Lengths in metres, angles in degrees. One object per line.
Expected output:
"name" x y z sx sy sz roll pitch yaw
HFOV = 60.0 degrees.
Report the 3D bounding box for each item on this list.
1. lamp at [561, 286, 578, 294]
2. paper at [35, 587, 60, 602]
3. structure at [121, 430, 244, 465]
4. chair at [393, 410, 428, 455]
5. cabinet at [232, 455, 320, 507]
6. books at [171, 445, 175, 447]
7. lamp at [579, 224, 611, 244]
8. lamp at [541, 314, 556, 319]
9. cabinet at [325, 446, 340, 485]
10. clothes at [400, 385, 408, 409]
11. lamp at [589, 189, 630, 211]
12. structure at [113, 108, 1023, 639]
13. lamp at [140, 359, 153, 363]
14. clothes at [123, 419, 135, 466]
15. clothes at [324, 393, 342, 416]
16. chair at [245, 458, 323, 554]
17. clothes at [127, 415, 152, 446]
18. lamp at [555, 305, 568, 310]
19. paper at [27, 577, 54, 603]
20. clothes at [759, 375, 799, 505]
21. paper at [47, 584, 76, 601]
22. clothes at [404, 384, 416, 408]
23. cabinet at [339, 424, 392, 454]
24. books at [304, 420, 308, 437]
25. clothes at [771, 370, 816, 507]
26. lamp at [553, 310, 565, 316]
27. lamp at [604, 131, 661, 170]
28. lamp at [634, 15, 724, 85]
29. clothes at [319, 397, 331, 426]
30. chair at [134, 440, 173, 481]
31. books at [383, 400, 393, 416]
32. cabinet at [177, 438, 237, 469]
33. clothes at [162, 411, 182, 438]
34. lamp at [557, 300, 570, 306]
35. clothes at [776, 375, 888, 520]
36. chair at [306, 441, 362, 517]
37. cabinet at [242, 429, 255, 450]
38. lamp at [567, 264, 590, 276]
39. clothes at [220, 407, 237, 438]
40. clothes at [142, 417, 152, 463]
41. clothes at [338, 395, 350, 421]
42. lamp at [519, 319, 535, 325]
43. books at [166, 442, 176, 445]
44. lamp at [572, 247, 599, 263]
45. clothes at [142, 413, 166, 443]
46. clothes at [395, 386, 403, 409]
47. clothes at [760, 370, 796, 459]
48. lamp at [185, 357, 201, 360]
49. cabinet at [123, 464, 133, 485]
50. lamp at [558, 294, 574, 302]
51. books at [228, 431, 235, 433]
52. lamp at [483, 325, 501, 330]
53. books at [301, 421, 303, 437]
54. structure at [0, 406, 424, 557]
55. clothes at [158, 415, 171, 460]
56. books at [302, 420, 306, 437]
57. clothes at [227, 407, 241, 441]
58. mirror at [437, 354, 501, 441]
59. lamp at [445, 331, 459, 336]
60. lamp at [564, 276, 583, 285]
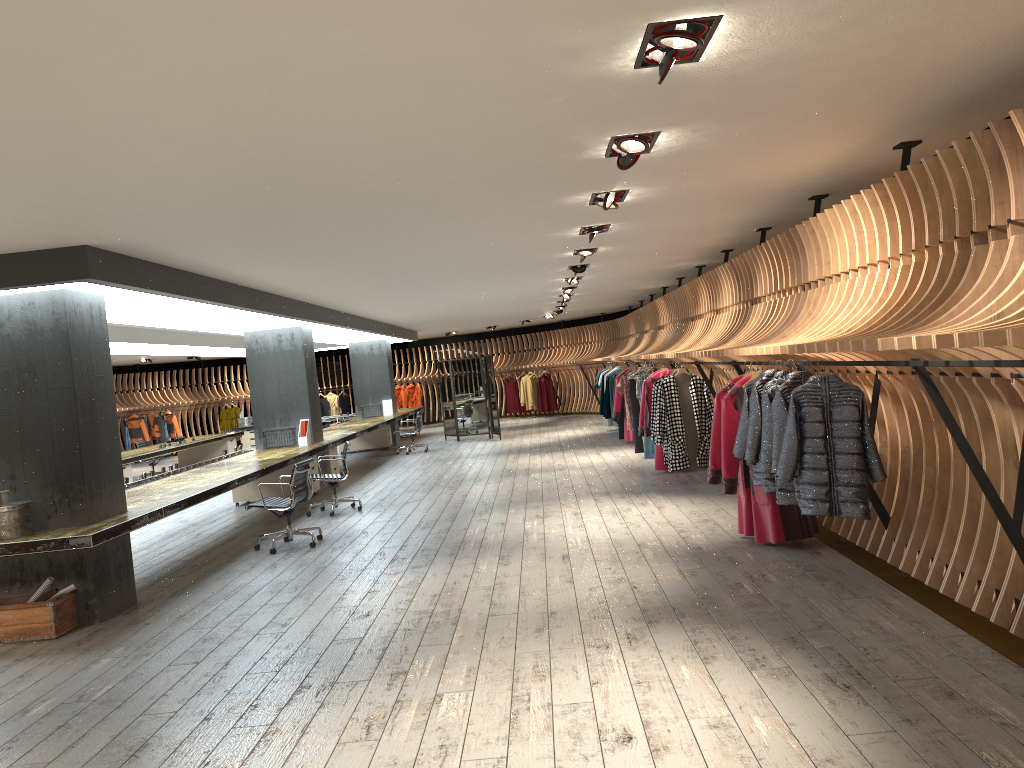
"lamp" 0.940 -1.616 14.584 0.269 0.296 0.493 -6 1 2
"paper" -3.554 1.658 6.444 0.723 0.365 0.047 -6 0 21
"structure" -6.841 1.596 15.145 1.162 0.844 10.453 -6 1 2
"chair" -2.137 1.020 18.589 0.667 0.859 0.693 -6 1 -2
"cabinet" -3.474 1.392 13.036 1.131 0.630 0.593 -6 1 2
"books" -6.470 1.175 16.762 0.155 0.025 0.110 -6 1 -3
"lamp" 0.762 -1.465 8.207 0.269 0.295 0.493 -6 1 2
"lamp" 0.950 -1.788 22.545 0.269 0.287 0.492 -6 1 -18
"cabinet" -3.437 1.360 14.389 1.131 0.630 0.593 -6 1 2
"clothes" -3.390 0.473 28.202 0.201 0.881 0.840 -6 1 7
"lamp" 0.717 -1.428 6.613 0.269 0.294 0.493 -6 1 2
"structure" -4.573 0.578 10.788 14.881 2.439 36.562 -6 1 2
"lamp" -9.618 -0.684 23.315 0.269 0.296 0.493 -6 1 21
"clothes" -10.344 1.648 23.941 0.200 1.421 0.308 -6 0 -21
"clothes" -5.701 0.734 28.050 0.704 0.889 0.250 -6 0 22
"chair" -2.348 1.241 9.091 0.667 0.859 0.693 -6 1 -2
"clothes" -10.293 1.282 24.248 0.839 0.881 0.201 -6 0 17
"lamp" 1.073 -1.731 19.367 0.269 0.294 0.493 -6 1 2
"paper" -3.518 1.627 6.408 0.572 0.460 0.043 -6 0 19
"clothes" 1.880 0.360 5.735 0.584 0.854 0.211 -6 0 29
"paper" -3.511 1.652 6.467 0.624 0.290 0.041 -6 0 -17
"clothes" -3.189 0.453 28.126 0.200 0.881 0.840 -6 1 32
"cabinet" -3.390 1.229 20.446 1.131 0.630 0.593 -6 1 2
"books" -3.078 0.730 13.283 0.048 0.368 0.215 -6 0 2
"clothes" 1.889 0.339 5.609 0.530 0.856 0.234 -6 0 1
"lamp" 1.114 -1.770 20.961 0.269 0.291 0.493 -6 1 -3
"lamp" 0.673 -1.386 5.019 0.269 0.302 0.493 -6 1 2
"lamp" 0.628 -1.349 3.424 0.269 0.298 0.493 -6 1 2
"clothes" -5.952 1.093 27.978 0.539 1.352 0.087 -6 0 26
"chair" -7.476 1.584 18.551 0.668 0.859 0.693 -6 1 -12
"books" -2.914 0.561 20.778 0.215 0.368 0.073 -6 0 2
"cabinet" -6.802 1.601 19.859 1.131 0.630 0.593 -6 1 2
"clothes" -9.750 1.204 25.249 0.839 0.881 0.201 -6 0 32
"lamp" 1.028 -1.697 17.773 0.269 0.286 0.493 -6 1 2
"clothes" 1.862 0.372 5.279 0.682 0.854 0.181 -5 1 45
"chair" -2.298 1.192 11.167 0.668 0.859 0.693 -6 1 -22
"cabinet" -6.697 1.513 23.559 0.593 0.630 1.132 -6 1 2
"lamp" 0.850 -1.543 11.396 0.269 0.291 0.493 -6 1 2
"clothes" -8.509 1.224 26.598 0.664 1.044 0.168 -6 0 33
"clothes" -10.108 1.612 24.485 0.200 1.421 0.309 -6 0 -6
"clothes" -5.297 1.017 28.137 0.087 1.352 0.540 -6 0 26
"lamp" 0.374 -1.755 24.023 0.269 0.292 0.492 -6 1 -31
"books" -6.866 1.198 17.951 0.213 0.026 0.366 -6 1 2
"lamp" 0.806 -1.503 9.801 0.269 0.294 0.493 -6 1 2
"clothes" -10.000 1.243 24.731 0.839 0.881 0.201 -6 0 22
"clothes" -3.622 0.498 28.174 0.200 0.881 0.840 -6 1 17
"clothes" 1.889 0.330 5.911 0.511 0.854 0.228 -6 0 22
"lamp" -8.863 -0.795 24.707 0.269 0.293 0.493 -6 1 34
"cabinet" -6.944 1.725 14.654 1.131 0.630 0.593 -6 1 2
"lamp" 0.984 -1.652 16.178 0.269 0.301 0.493 -6 1 2
"books" -6.383 1.095 20.140 0.155 0.025 0.110 -6 1 -3
"lamp" -0.568 -1.682 25.296 0.269 0.294 0.492 -7 1 -43
"books" -3.121 0.735 13.284 0.048 0.368 0.215 -6 0 2
"structure" -5.021 1.410 14.878 4.835 0.844 18.479 -6 1 2
"clothes" -9.839 1.573 25.015 0.309 1.421 0.200 -6 0 -26
"books" -3.100 0.733 13.283 0.048 0.368 0.215 -6 0 2
"clothes" -8.375 1.208 26.722 0.664 1.044 0.168 -6 0 33
"mirror" -0.971 0.340 20.311 2.110 1.892 0.443 -5 1 43
"lamp" -1.809 -1.572 26.277 0.492 0.292 0.269 -5 1 34
"lamp" 0.895 -1.584 12.990 0.269 0.284 0.493 -6 1 2
